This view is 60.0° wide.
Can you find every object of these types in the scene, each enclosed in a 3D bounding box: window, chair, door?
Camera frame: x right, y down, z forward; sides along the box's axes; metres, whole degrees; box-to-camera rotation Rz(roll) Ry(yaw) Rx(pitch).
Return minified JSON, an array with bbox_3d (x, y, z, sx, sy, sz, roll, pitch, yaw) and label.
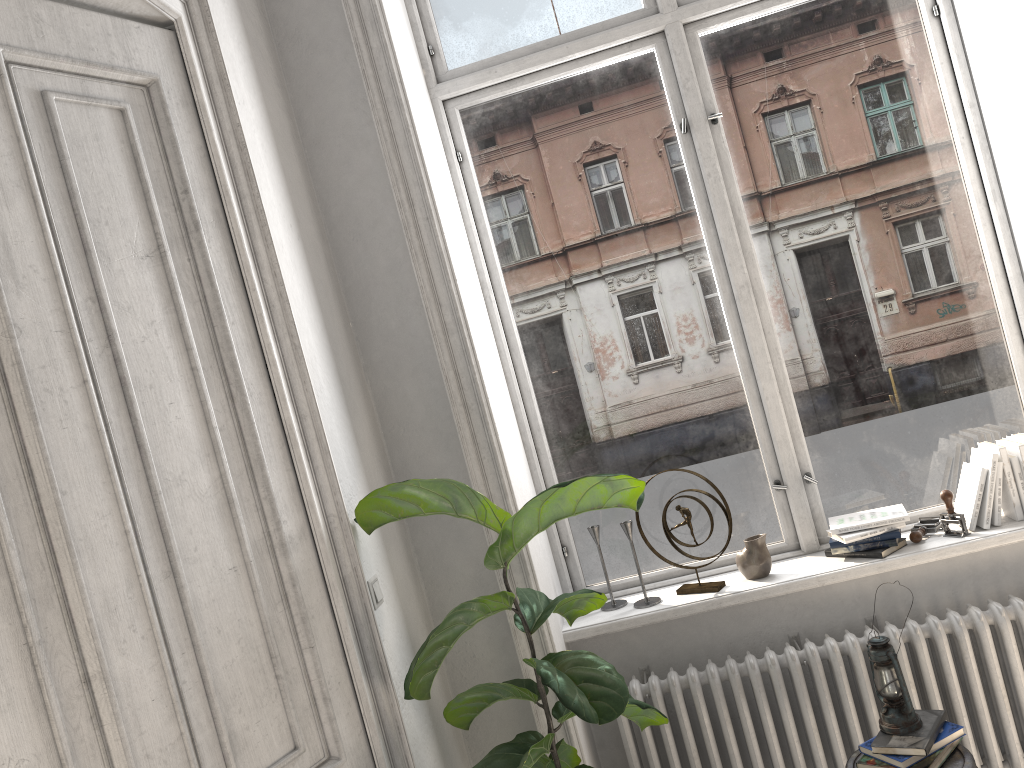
[{"bbox_3d":[0.679,-0.829,3.133,1.623,2.843,0.013,-15,1,8],"label":"window"},{"bbox_3d":[1.143,1.277,2.410,0.363,0.523,0.360,-15,1,-19],"label":"chair"},{"bbox_3d":[-0.693,0.587,1.674,0.216,2.814,1.095,-14,1,33],"label":"door"}]

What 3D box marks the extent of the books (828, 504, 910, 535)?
[{"bbox_3d":[1.186,0.451,2.959,0.244,0.019,0.174,-15,0,18],"label":"books"}]

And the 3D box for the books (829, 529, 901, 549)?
[{"bbox_3d":[1.176,0.501,2.954,0.221,0.023,0.147,-15,0,24],"label":"books"}]

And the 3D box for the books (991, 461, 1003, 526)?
[{"bbox_3d":[1.568,0.349,2.912,0.072,0.203,0.155,-15,1,8],"label":"books"}]

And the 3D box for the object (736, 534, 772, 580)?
[{"bbox_3d":[0.813,0.582,2.991,0.100,0.142,0.102,-15,1,-18],"label":"object"}]

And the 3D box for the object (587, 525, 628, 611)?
[{"bbox_3d":[0.321,0.638,3.099,0.095,0.289,0.095,-14,1,39],"label":"object"}]

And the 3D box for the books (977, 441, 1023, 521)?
[{"bbox_3d":[1.611,0.317,2.926,0.024,0.243,0.175,-15,1,8],"label":"books"}]

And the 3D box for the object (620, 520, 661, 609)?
[{"bbox_3d":[0.426,0.611,3.026,0.095,0.289,0.095,-15,1,30],"label":"object"}]

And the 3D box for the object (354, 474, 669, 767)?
[{"bbox_3d":[2.495,0.237,1.719,5.830,1.842,0.791,-15,1,13],"label":"object"}]

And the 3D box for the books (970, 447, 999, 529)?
[{"bbox_3d":[1.540,0.339,2.914,0.100,0.235,0.174,-15,1,8],"label":"books"}]

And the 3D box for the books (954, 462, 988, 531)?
[{"bbox_3d":[1.508,0.368,2.924,0.105,0.194,0.155,-15,1,7],"label":"books"}]

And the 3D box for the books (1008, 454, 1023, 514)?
[{"bbox_3d":[1.639,0.329,2.902,0.020,0.205,0.155,-15,1,8],"label":"books"}]

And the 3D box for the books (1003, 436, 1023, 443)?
[{"bbox_3d":[1.676,0.300,2.894,0.019,0.244,0.174,-15,1,8],"label":"books"}]

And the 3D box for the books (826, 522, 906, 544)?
[{"bbox_3d":[1.172,0.481,2.942,0.205,0.020,0.155,-15,0,-2],"label":"books"}]

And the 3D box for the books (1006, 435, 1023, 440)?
[{"bbox_3d":[1.697,0.294,2.908,0.019,0.244,0.174,-15,1,8],"label":"books"}]

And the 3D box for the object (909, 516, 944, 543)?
[{"bbox_3d":[1.359,0.485,2.936,0.153,0.048,0.088,-15,1,-42],"label":"object"}]

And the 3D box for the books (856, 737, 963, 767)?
[{"bbox_3d":[1.092,1.006,2.436,0.245,0.034,0.194,-15,1,-42],"label":"books"}]

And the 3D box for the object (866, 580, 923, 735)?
[{"bbox_3d":[1.054,0.755,2.462,0.163,0.383,0.154,-15,1,-19],"label":"object"}]

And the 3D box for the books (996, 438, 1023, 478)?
[{"bbox_3d":[1.653,0.306,2.888,0.024,0.243,0.175,-15,1,8],"label":"books"}]

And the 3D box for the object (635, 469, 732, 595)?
[{"bbox_3d":[0.593,0.496,3.019,0.348,0.425,0.087,-14,1,40],"label":"object"}]

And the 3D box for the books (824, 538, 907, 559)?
[{"bbox_3d":[1.180,0.547,2.961,0.147,0.023,0.221,-15,0,-33],"label":"books"}]

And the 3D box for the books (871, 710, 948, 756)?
[{"bbox_3d":[1.093,0.955,2.437,0.147,0.027,0.221,-15,1,40],"label":"books"}]

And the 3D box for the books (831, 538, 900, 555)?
[{"bbox_3d":[1.180,0.523,2.956,0.205,0.022,0.155,-15,0,28],"label":"books"}]

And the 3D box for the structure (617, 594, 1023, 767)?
[{"bbox_3d":[2.383,-1.099,2.487,5.183,4.474,0.340,-15,1,8],"label":"structure"}]

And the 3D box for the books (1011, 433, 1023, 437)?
[{"bbox_3d":[1.718,0.288,2.910,0.024,0.243,0.175,-15,1,8],"label":"books"}]

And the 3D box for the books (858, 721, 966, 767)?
[{"bbox_3d":[1.097,0.978,2.437,0.232,0.029,0.163,-15,0,-21],"label":"books"}]

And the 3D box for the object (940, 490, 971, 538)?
[{"bbox_3d":[1.420,0.416,2.868,0.048,0.153,0.088,-15,1,-22],"label":"object"}]
